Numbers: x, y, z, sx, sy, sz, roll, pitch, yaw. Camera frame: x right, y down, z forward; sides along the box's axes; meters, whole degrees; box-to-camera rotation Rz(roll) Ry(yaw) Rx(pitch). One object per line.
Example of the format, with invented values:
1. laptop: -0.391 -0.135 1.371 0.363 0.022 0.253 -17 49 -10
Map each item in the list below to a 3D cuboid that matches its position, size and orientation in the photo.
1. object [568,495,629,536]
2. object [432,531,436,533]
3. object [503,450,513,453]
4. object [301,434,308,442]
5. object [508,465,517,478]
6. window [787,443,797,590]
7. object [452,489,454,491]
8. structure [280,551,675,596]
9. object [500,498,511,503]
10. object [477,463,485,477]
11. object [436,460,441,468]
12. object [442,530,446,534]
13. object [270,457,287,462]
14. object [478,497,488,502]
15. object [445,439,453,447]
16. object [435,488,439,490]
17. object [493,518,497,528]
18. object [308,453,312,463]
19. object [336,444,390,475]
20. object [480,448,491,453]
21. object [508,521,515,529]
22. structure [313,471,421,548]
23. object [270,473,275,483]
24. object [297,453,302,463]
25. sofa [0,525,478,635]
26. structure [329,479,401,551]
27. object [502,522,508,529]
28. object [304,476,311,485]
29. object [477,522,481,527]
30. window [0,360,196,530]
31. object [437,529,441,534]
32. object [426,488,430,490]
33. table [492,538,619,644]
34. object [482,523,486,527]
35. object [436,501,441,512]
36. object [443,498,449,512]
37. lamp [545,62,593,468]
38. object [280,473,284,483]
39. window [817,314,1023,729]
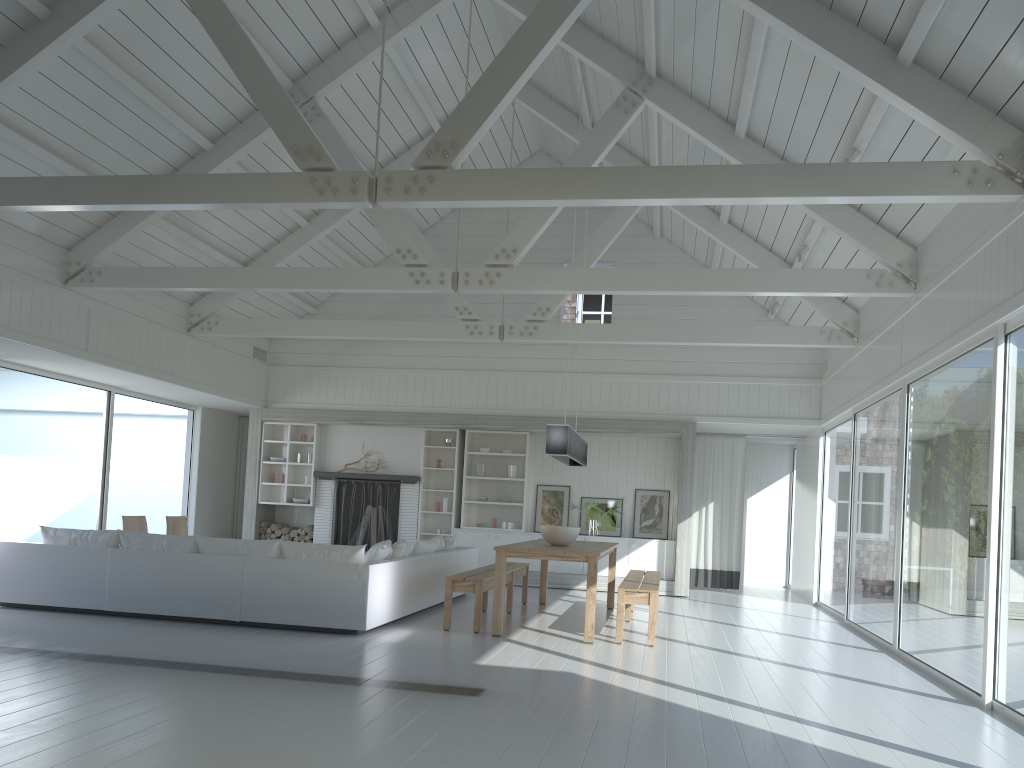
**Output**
1. object: 1.196 1.838 12.464 0.970 0.627 0.626 2 -5 8
2. object: -1.157 2.198 13.063 0.054 0.025 0.055 2 -7 10
3. object: -0.063 1.012 13.053 0.141 0.066 0.142 2 -7 10
4. object: -3.147 0.822 13.357 0.059 0.126 0.232 5 -7 -35
5. object: 0.006 1.284 12.885 0.103 0.196 0.103 5 -4 -35
6. window: 4.657 2.182 14.513 0.037 2.418 0.951 3 -3 10
7. object: -0.865 1.581 13.127 0.054 0.025 0.055 2 -7 10
8. structure: -0.761 2.766 13.393 6.344 0.345 1.897 2 -8 10
9. object: -0.099 1.723 13.030 0.141 0.066 0.142 2 -7 10
10. object: -0.455 1.271 12.967 0.102 0.196 0.103 2 -3 10
11. object: -1.083 1.190 13.086 0.137 0.129 0.137 7 -6 -37
12. object: -1.008 2.184 13.035 0.058 0.061 0.058 2 -5 10
13. object: -3.552 1.160 13.440 0.242 0.072 0.244 4 -8 -5
14. object: -0.428 1.694 12.945 0.141 0.066 0.142 2 -7 10
15. object: -0.935 0.875 13.045 0.161 0.123 0.162 -2 -8 43
16. object: -1.117 1.558 13.062 0.054 0.025 0.055 2 -7 10
17. object: -0.253 2.011 12.908 0.054 0.195 0.054 3 -2 9
18. object: -3.058 1.109 13.339 0.054 0.195 0.054 3 -2 11
19. object: -2.161 1.093 13.038 0.784 0.500 0.459 5 -5 -20
20. object: -0.391 0.983 12.968 0.141 0.066 0.142 2 -7 10
21. object: -0.014 2.055 12.833 0.086 0.111 0.085 7 -6 -44
22. structure: -2.124 2.019 13.361 1.615 1.281 0.865 2 -4 10
23. object: -3.648 1.412 13.431 0.054 0.195 0.054 3 -2 11
24. object: -3.221 1.105 13.368 0.054 0.195 0.054 3 -2 11
25. sofa: -2.501 1.920 9.396 3.473 0.734 4.167 2 -8 10
26. structure: -2.184 1.944 13.012 1.097 1.059 0.117 2 -2 10
27. object: -0.096 2.071 12.916 0.091 0.095 0.090 -2 -7 44
28. object: -3.104 1.458 13.330 0.137 0.129 0.138 3 -5 -2
29. object: -0.481 2.064 12.930 0.054 0.071 0.054 4 -4 -11
30. window: -5.679 0.913 9.317 0.080 2.407 8.784 3 -8 10
31. object: -1.080 2.177 13.050 0.054 0.071 0.055 2 -4 9
32. object: -1.243 1.547 13.029 0.054 0.025 0.055 2 -7 10
33. table: 0.526 1.996 8.860 0.905 0.759 2.972 2 -8 10
34. object: -0.409 2.075 12.943 0.058 0.061 0.058 4 -5 -12
35. object: -1.089 1.794 13.065 0.054 0.195 0.054 3 -2 9
36. object: -0.984 1.790 13.044 0.072 0.210 0.071 3 -3 10
37. lamp: 0.673 -1.325 8.915 0.200 4.226 1.917 3 -3 10
38. object: -3.499 1.416 13.405 0.054 0.195 0.054 3 -2 11
39. window: 3.232 0.990 6.606 0.080 2.406 11.016 3 -8 10
